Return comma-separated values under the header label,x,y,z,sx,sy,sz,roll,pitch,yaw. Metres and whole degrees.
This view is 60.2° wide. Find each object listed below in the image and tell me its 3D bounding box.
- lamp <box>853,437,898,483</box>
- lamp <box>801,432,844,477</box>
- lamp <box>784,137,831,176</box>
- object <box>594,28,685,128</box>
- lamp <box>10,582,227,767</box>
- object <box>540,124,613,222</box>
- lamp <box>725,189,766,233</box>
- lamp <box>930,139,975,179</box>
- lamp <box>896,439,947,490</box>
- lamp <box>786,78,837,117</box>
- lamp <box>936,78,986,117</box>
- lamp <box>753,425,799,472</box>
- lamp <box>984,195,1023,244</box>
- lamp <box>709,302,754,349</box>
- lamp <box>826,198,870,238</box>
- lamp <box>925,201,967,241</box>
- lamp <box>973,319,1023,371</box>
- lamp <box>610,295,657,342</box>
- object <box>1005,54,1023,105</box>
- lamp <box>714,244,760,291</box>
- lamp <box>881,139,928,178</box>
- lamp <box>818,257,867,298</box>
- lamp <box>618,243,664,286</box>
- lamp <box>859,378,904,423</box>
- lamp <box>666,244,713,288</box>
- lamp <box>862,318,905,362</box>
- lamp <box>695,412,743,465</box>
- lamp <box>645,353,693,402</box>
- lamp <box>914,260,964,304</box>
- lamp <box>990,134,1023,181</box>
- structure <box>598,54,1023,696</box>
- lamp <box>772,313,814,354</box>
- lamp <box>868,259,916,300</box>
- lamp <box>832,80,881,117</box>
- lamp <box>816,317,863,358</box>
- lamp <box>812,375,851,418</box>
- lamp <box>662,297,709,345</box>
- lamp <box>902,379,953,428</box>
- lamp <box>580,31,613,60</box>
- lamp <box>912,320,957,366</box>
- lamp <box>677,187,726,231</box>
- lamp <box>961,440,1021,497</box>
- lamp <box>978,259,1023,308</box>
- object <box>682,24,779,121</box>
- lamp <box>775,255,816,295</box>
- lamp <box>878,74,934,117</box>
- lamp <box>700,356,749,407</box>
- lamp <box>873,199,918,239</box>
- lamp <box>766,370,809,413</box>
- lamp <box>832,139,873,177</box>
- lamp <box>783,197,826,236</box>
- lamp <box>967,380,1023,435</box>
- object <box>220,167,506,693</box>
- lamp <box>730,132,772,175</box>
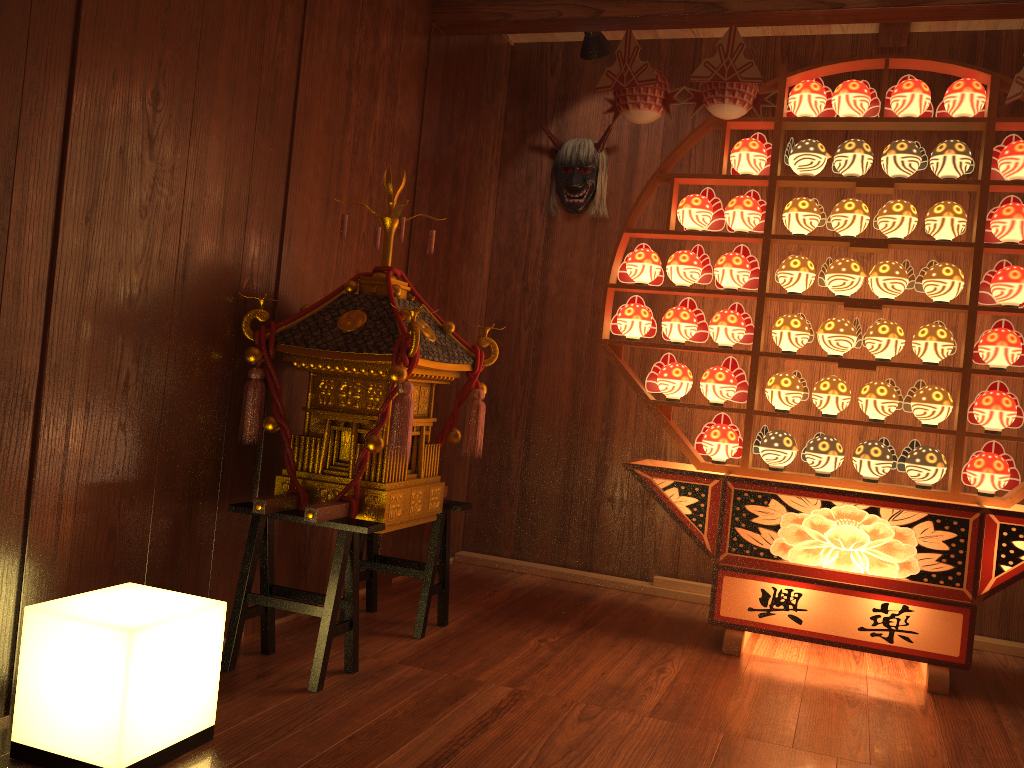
label,x,y,z,sx,sy,sz,roll,pitch,yaw
lamp,1.308,0.274,3.218,0.162,0.167,0.134,6,0,-40
lamp,1.157,0.262,3.265,0.139,0.161,0.157,6,0,0
lamp,1.124,-0.851,3.328,0.152,0.167,0.144,6,0,35
object,0.482,-1.120,3.273,0.246,0.311,0.353,6,0,-45
lamp,-0.847,0.637,1.925,0.274,0.315,0.286,6,0,20
object,0.301,-0.978,4.150,0.356,0.453,0.140,6,0,19
lamp,0.883,-0.667,3.387,0.183,0.195,0.162,6,0,35
lamp,1.571,-0.809,3.168,0.135,0.173,0.162,6,0,35
lamp,1.485,0.289,3.161,0.142,0.173,0.154,6,0,-15
lamp,1.112,-1.090,3.327,0.194,0.200,0.162,6,0,30
lamp,1.620,-1.032,3.160,0.184,0.188,0.161,6,0,25
lamp,1.007,0.244,3.319,0.144,0.167,0.151,6,0,-40
lamp,1.757,-0.582,3.098,0.196,0.200,0.160,6,0,19
lamp,0.824,-0.229,3.391,0.177,0.192,0.162,6,0,35
lamp,1.252,-0.613,3.266,0.139,0.161,0.157,6,0,0
lamp,1.553,-0.589,3.165,0.136,0.173,0.161,6,0,25
lamp,1.711,-0.141,3.098,0.184,0.195,0.162,6,0,30
lamp,0.487,-0.264,3.502,0.188,0.195,0.158,6,0,4
object,1.779,-0.987,2.847,0.242,0.314,0.363,6,0,-2
lamp,0.844,-0.452,3.392,0.194,0.200,0.162,6,0,35
lamp,1.415,-0.821,3.226,0.162,0.167,0.135,6,0,-30
lamp,1.237,-0.393,3.268,0.144,0.161,0.151,6,0,-40
lamp,0.523,-0.478,3.499,0.189,0.187,0.157,6,0,-1
lamp,1.330,0.056,3.219,0.162,0.167,0.134,6,0,-40
lamp,0.668,-0.466,3.453,0.162,0.191,0.175,6,0,-40
lamp,1.359,-0.163,3.214,0.138,0.167,0.158,6,0,5
lamp,0.801,0.208,3.385,0.192,0.197,0.159,6,0,9
lamp,0.641,-0.027,3.449,0.190,0.194,0.153,6,0,-21
lamp,1.548,-0.368,3.163,0.141,0.173,0.155,6,0,-10
lamp,1.785,-0.800,3.098,0.199,0.200,0.158,6,0,4
structure,1.270,-0.100,3.244,1.920,2.195,0.500,6,0,18
lamp,1.044,-0.194,3.319,0.134,0.167,0.162,6,0,40
lamp,1.368,-0.383,3.231,0.160,0.167,0.137,6,0,-15
lamp,1.254,-1.065,3.285,0.162,0.179,0.164,6,0,-40
lamp,1.196,-0.176,3.276,0.158,0.161,0.138,6,0,-5
lamp,1.179,0.044,3.264,0.136,0.161,0.160,6,0,20
lamp,0.652,-0.250,3.447,0.194,0.200,0.162,6,0,30
lamp,1.506,0.071,3.159,0.142,0.173,0.154,6,0,-15
lamp,0.353,-1.426,3.665,0.135,0.176,0.176,6,0,6
lamp,1.505,-0.151,3.166,0.135,0.173,0.162,6,0,35
lamp,0.710,-0.687,3.448,0.193,0.200,0.162,6,0,45
lamp,1.670,0.295,3.099,0.188,0.197,0.162,6,0,35
lamp,1.756,-0.354,3.092,0.189,0.187,0.157,6,0,-1
object,0.786,-1.099,3.179,0.340,0.306,0.220,6,0,19
lamp,1.069,-0.413,3.314,0.139,0.167,0.157,6,0,0
lamp,1.453,-1.055,3.215,0.198,0.200,0.159,6,0,9
lamp,0.789,-0.015,3.393,0.193,0.200,0.162,6,0,45
lamp,1.406,-0.601,3.215,0.139,0.167,0.157,6,0,0
lamp,1.018,0.025,3.321,0.162,0.167,0.134,6,0,-40
lamp,1.264,-0.834,3.269,0.138,0.161,0.158,6,0,10
lamp,1.084,-0.633,3.324,0.162,0.167,0.134,6,0,-40
lamp,1.692,0.079,3.096,0.180,0.194,0.162,6,0,30
object,-0.446,0.073,2.798,0.594,1.514,0.826,6,0,20
lamp,0.906,-0.889,3.388,0.194,0.200,0.162,6,0,35
